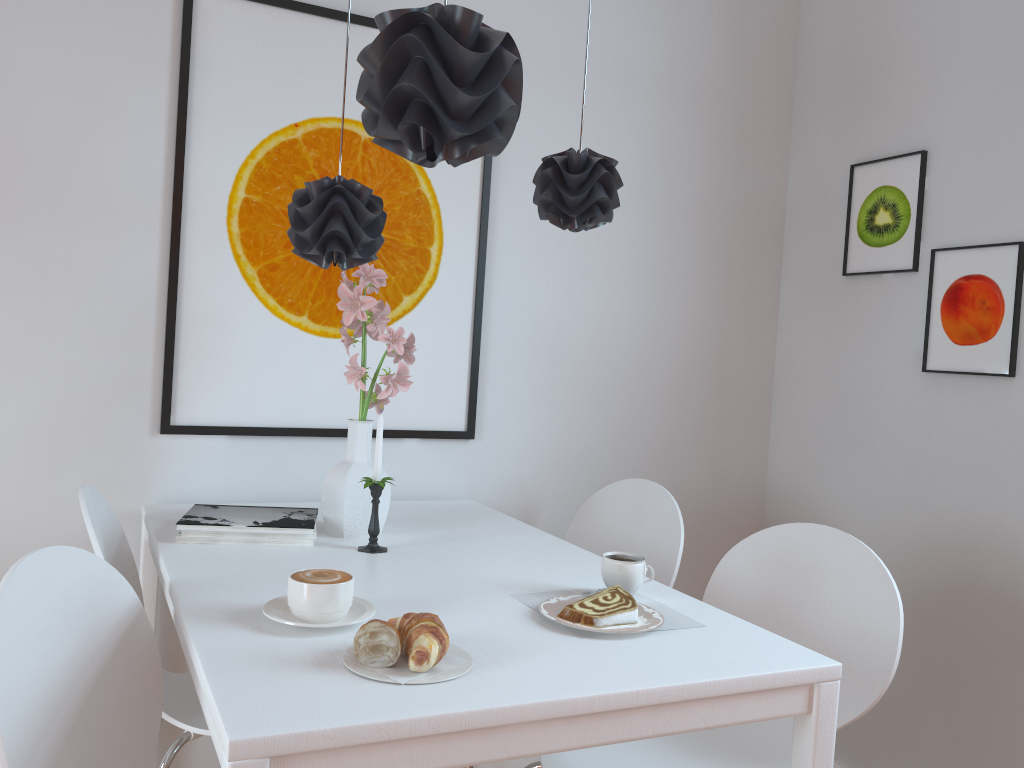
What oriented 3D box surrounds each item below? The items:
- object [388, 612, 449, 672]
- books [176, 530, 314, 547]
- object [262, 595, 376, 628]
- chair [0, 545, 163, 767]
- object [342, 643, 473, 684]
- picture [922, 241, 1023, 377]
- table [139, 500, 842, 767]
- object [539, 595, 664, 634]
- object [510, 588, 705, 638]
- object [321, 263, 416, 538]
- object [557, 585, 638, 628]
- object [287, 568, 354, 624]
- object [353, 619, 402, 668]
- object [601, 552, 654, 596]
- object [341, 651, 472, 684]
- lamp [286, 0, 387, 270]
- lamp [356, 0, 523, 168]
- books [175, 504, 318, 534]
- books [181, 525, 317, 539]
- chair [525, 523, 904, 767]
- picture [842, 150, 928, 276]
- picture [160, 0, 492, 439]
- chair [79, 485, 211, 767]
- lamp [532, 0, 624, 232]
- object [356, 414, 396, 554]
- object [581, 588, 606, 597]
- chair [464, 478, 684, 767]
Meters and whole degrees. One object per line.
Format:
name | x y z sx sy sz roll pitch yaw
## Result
object | -0.116 0.326 1.139 0.069 0.060 0.133 3 2 -26
books | -0.532 0.299 1.801 0.257 0.014 0.193 3 2 -11
object | -0.278 0.333 1.278 0.159 0.020 0.161 3 2 -11
chair | -0.348 0.676 1.197 0.645 0.870 0.504 4 2 -1
object | -0.133 0.354 1.137 0.168 0.005 0.165 4 2 17
picture | 1.149 -0.184 2.217 0.017 0.322 0.248 3 2 -26
table | -0.220 0.717 1.646 0.824 0.771 1.289 3 2 -26
object | 0.137 0.358 1.366 0.189 0.012 0.194 3 2 -28
object | 0.148 0.361 1.421 0.225 0.003 0.230 3 2 -26
object | -0.297 0.027 1.883 0.178 0.579 0.180 4 2 1
object | 0.140 0.342 1.357 0.126 0.043 0.075 2 2 -33
object | -0.277 0.304 1.280 0.093 0.064 0.100 3 2 -23
object | -0.170 0.323 1.129 0.060 0.059 0.074 3 2 -5
object | 0.190 0.326 1.494 0.084 0.070 0.075 4 2 23
object | -0.135 0.352 1.133 0.124 0.005 0.118 6 3 44
lamp | -0.260 -0.950 1.520 0.169 1.505 0.170 3 2 -9
lamp | -0.097 -1.043 1.591 0.298 1.294 0.292 4 2 21
books | -0.527 0.272 1.793 0.256 0.012 0.208 3 2 -9
books | -0.527 0.285 1.800 0.252 0.014 0.193 3 2 -12
chair | 0.340 0.705 1.593 0.636 0.870 0.512 2 2 -36
picture | 1.036 -0.469 2.475 0.017 0.322 0.248 3 2 -26
picture | -0.428 -0.392 2.216 0.791 1.052 0.017 3 2 -25
chair | -0.543 0.642 1.792 0.639 0.870 0.509 3 2 -21
lamp | 0.171 -1.051 1.717 0.167 1.505 0.172 3 2 -34
object | -0.263 0.176 1.729 0.080 0.298 0.079 4 2 14
object | 0.143 0.345 1.482 0.028 0.027 0.128 4 2 23
chair | 0.050 0.667 2.122 0.637 0.870 0.511 3 2 -31
